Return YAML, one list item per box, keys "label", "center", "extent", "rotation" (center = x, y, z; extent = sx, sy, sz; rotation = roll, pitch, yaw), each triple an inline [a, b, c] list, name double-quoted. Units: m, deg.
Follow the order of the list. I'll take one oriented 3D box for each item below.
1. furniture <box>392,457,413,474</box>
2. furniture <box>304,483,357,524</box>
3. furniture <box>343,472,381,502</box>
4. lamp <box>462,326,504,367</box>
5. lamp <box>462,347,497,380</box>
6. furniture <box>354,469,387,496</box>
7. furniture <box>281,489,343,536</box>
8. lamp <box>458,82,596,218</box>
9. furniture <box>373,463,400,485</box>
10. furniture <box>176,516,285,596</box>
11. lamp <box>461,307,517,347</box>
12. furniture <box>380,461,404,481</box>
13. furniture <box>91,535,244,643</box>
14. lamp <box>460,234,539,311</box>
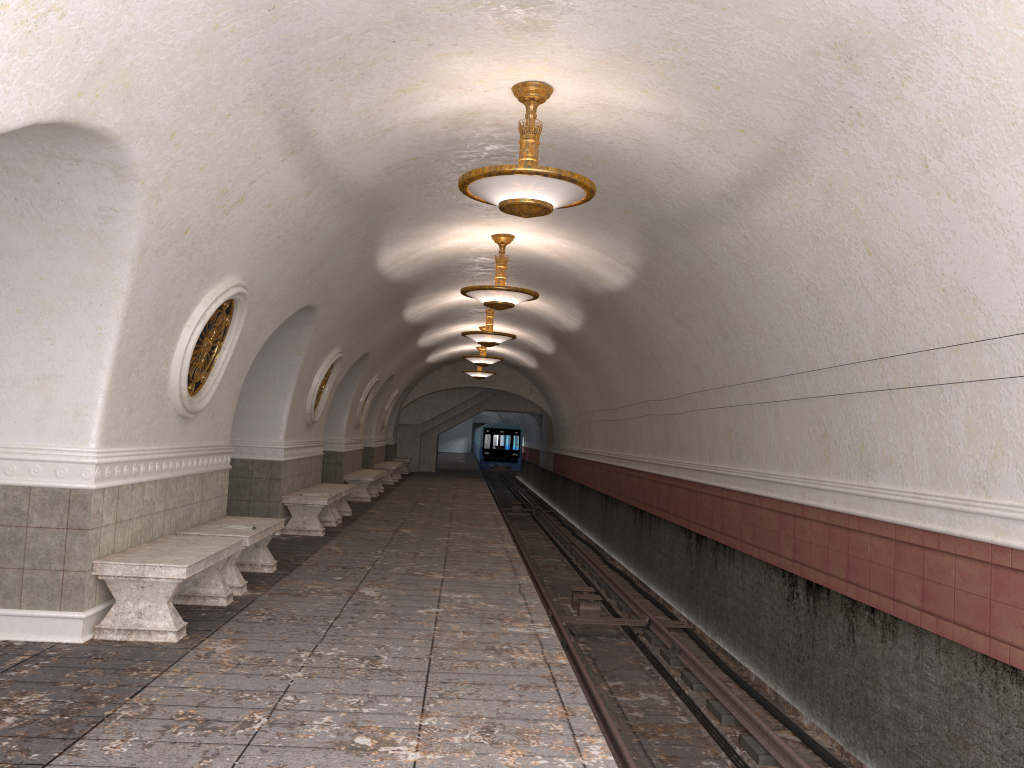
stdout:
- label: "furniture"
  center: [-3.798, 2.824, 30.707]
  extent: [0.613, 0.508, 1.509]
  rotation: [3, -3, -3]
- label: "furniture"
  center: [-2.892, 1.891, 14.154]
  extent: [0.613, 0.508, 1.509]
  rotation: [3, -3, -3]
- label: "furniture"
  center: [-3.128, 2.135, 18.480]
  extent: [0.613, 0.508, 1.509]
  rotation: [3, -3, -3]
- label: "lamp"
  center: [-0.669, -0.868, 20.961]
  extent: [1.008, 0.955, 1.008]
  rotation: [2, -3, 13]
- label: "lamp"
  center: [-0.933, -0.597, 25.776]
  extent: [1.008, 0.955, 1.008]
  rotation: [0, -5, 43]
- label: "furniture"
  center: [-3.220, 2.229, 20.156]
  extent: [0.613, 0.508, 1.509]
  rotation: [3, -3, -3]
- label: "furniture"
  center: [-2.800, 1.796, 12.477]
  extent: [0.613, 0.508, 1.509]
  rotation: [3, -3, -3]
- label: "lamp"
  center: [0.123, -1.684, 6.485]
  extent: [1.008, 0.955, 1.008]
  rotation: [4, -4, -19]
- label: "furniture"
  center: [-3.454, 2.470, 24.424]
  extent: [0.613, 0.508, 1.509]
  rotation: [3, -3, -3]
- label: "furniture"
  center: [-2.563, 1.553, 8.163]
  extent: [0.613, 0.508, 1.509]
  rotation: [3, -3, -3]
- label: "lamp"
  center: [-0.406, -1.140, 16.147]
  extent: [1.008, 0.955, 1.008]
  rotation: [2, -3, 13]
- label: "furniture"
  center: [-3.546, 2.564, 26.100]
  extent: [0.613, 0.508, 1.509]
  rotation: [3, -3, -3]
- label: "furniture"
  center: [-2.472, 1.458, 6.487]
  extent: [0.613, 0.508, 1.509]
  rotation: [3, -3, -3]
- label: "lamp"
  center: [-0.142, -1.411, 11.332]
  extent: [1.008, 0.955, 1.008]
  rotation: [4, -4, -19]
